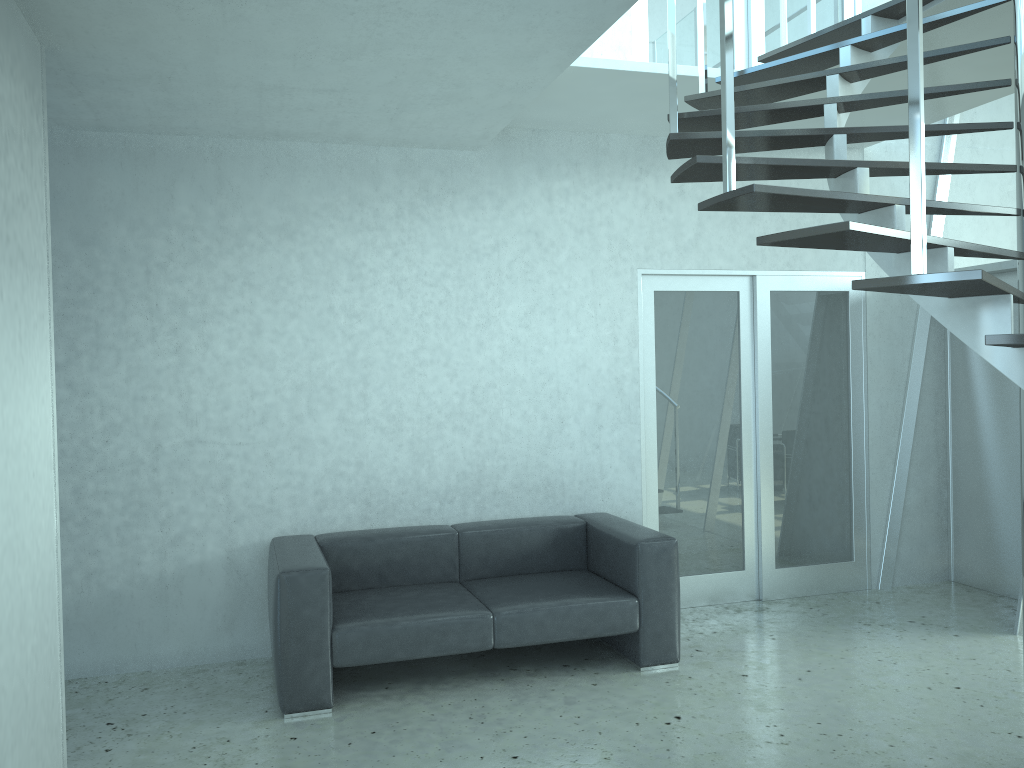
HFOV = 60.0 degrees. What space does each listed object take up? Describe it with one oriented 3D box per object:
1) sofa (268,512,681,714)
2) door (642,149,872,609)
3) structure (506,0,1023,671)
[{"bbox_3d":[-0.220,1.114,4.643,2.025,0.652,0.943,-2,1,-17],"label":"sofa"},{"bbox_3d":[1.937,-0.015,6.323,1.162,3.200,2.576,-1,1,31],"label":"door"},{"bbox_3d":[1.650,-0.648,3.735,2.655,4.156,3.780,-2,1,-17],"label":"structure"}]
